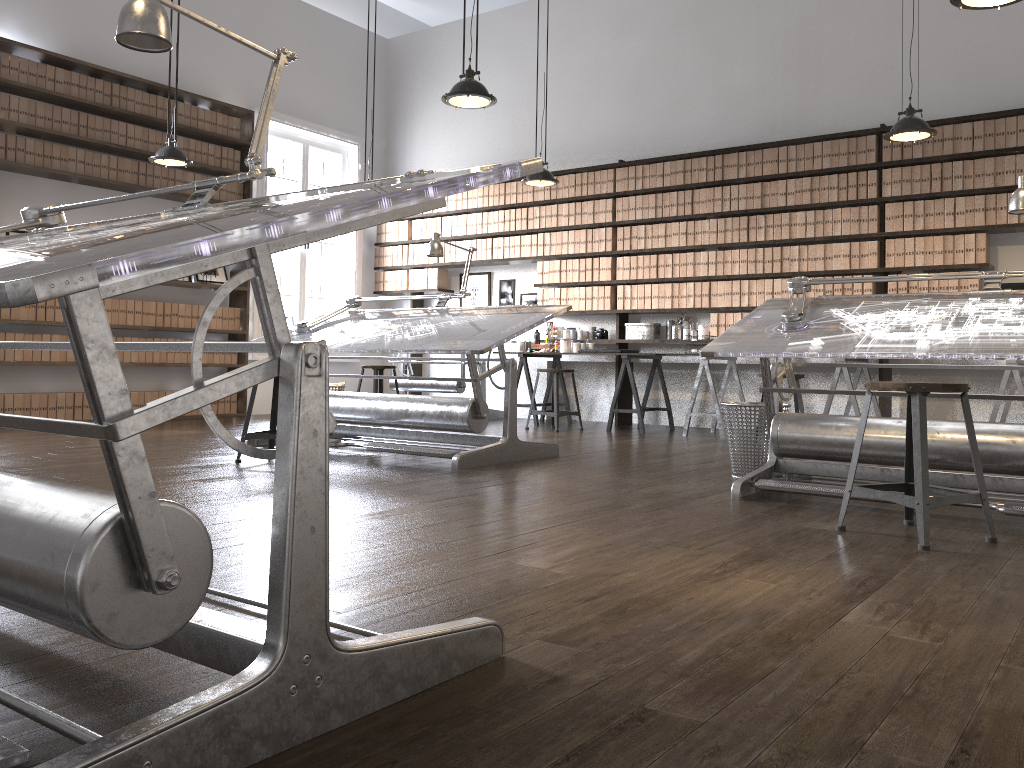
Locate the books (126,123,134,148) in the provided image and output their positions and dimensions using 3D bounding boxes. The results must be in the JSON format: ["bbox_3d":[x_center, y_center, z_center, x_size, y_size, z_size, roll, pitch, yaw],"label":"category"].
[{"bbox_3d":[-3.407,-2.165,7.799,0.174,0.226,0.067,1,-1,36],"label":"books"}]

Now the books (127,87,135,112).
[{"bbox_3d":[-3.405,-2.483,7.802,0.174,0.226,0.066,1,-1,36],"label":"books"}]

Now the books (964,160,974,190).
[{"bbox_3d":[3.400,-1.532,6.568,0.067,0.226,0.174,0,-1,36],"label":"books"}]

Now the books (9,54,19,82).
[{"bbox_3d":[-3.979,-2.475,7.009,0.174,0.226,0.066,1,-1,36],"label":"books"}]

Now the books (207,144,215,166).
[{"bbox_3d":[-2.925,-2.171,8.466,0.174,0.226,0.066,1,-1,36],"label":"books"}]

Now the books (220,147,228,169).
[{"bbox_3d":[-2.839,-2.172,8.584,0.174,0.226,0.067,1,-1,36],"label":"books"}]

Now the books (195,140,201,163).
[{"bbox_3d":[-3.012,-2.170,8.354,0.174,0.226,0.066,1,-1,36],"label":"books"}]

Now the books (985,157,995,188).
[{"bbox_3d":[3.509,-1.528,6.482,0.067,0.226,0.174,0,-1,36],"label":"books"}]

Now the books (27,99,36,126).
[{"bbox_3d":[-3.905,-2.158,7.118,0.174,0.226,0.066,1,-1,36],"label":"books"}]

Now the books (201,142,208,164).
[{"bbox_3d":[-2.970,-2.171,8.411,0.174,0.226,0.066,1,-1,36],"label":"books"}]

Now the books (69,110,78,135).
[{"bbox_3d":[-3.703,-2.161,7.400,0.174,0.226,0.066,1,-1,36],"label":"books"}]

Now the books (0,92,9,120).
[{"bbox_3d":[-4.026,-2.156,6.952,0.174,0.226,0.066,1,-1,36],"label":"books"}]

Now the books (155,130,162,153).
[{"bbox_3d":[-3.253,-2.167,8.023,0.174,0.226,0.066,1,-1,36],"label":"books"}]

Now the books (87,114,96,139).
[{"bbox_3d":[-3.616,-2.162,7.521,0.174,0.226,0.066,1,-1,36],"label":"books"}]

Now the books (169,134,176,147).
[{"bbox_3d":[-3.166,-2.168,8.133,0.174,0.226,0.067,1,-1,36],"label":"books"}]

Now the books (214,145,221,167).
[{"bbox_3d":[-2.887,-2.172,8.526,0.174,0.226,0.066,1,-1,36],"label":"books"}]

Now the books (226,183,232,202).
[{"bbox_3d":[-2.808,-1.861,8.623,0.174,0.226,0.067,1,-1,36],"label":"books"}]

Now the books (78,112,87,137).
[{"bbox_3d":[-3.655,-2.161,7.458,0.174,0.226,0.067,1,-1,36],"label":"books"}]

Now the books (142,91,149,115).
[{"bbox_3d":[-3.327,-2.485,7.921,0.174,0.226,0.066,1,-1,36],"label":"books"}]

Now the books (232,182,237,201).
[{"bbox_3d":[-2.774,-1.861,8.677,0.174,0.226,0.066,1,-1,36],"label":"books"}]

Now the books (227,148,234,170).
[{"bbox_3d":[-2.800,-2.173,8.647,0.174,0.226,0.066,1,-1,36],"label":"books"}]

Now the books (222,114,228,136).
[{"bbox_3d":[-2.839,-2.491,8.594,0.174,0.226,0.066,1,-1,36],"label":"books"}]

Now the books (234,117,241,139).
[{"bbox_3d":[-2.752,-2.492,8.706,0.174,0.226,0.066,1,-1,36],"label":"books"}]

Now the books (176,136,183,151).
[{"bbox_3d":[-3.125,-2.168,8.192,0.174,0.226,0.066,1,-1,36],"label":"books"}]

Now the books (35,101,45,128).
[{"bbox_3d":[-3.862,-2.158,7.169,0.174,0.226,0.067,1,-1,36],"label":"books"}]

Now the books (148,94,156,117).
[{"bbox_3d":[-3.285,-2.485,7.977,0.174,0.226,0.066,1,-1,36],"label":"books"}]

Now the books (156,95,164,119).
[{"bbox_3d":[-3.240,-2.486,8.036,0.174,0.226,0.066,1,-1,36],"label":"books"}]

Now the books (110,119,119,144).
[{"bbox_3d":[-3.492,-2.163,7.680,0.174,0.226,0.066,1,-1,36],"label":"books"}]

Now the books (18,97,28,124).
[{"bbox_3d":[-3.941,-2.157,7.066,0.174,0.226,0.066,1,-1,36],"label":"books"}]

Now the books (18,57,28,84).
[{"bbox_3d":[-3.939,-2.476,7.070,0.174,0.226,0.066,1,-1,36],"label":"books"}]

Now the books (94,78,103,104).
[{"bbox_3d":[-3.574,-2.481,7.572,0.174,0.226,0.066,1,-1,36],"label":"books"}]

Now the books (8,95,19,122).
[{"bbox_3d":[-3.982,-2.157,7.007,0.174,0.226,0.067,1,-1,36],"label":"books"}]

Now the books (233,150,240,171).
[{"bbox_3d":[-2.753,-2.174,8.707,0.174,0.226,0.066,1,-1,36],"label":"books"}]

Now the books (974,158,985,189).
[{"bbox_3d":[3.458,-1.530,6.526,0.067,0.226,0.174,0,-1,36],"label":"books"}]

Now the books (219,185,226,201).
[{"bbox_3d":[-2.847,-1.860,8.569,0.174,0.226,0.066,1,-1,36],"label":"books"}]

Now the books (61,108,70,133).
[{"bbox_3d":[-3.741,-2.160,7.340,0.174,0.226,0.066,1,-1,36],"label":"books"}]

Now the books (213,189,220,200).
[{"bbox_3d":[-2.892,-1.860,8.513,0.174,0.226,0.066,1,-1,36],"label":"books"}]

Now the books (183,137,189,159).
[{"bbox_3d":[-3.089,-2.169,8.244,0.174,0.226,0.066,1,-1,36],"label":"books"}]

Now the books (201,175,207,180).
[{"bbox_3d":[-2.975,-1.858,8.401,0.174,0.226,0.066,1,-1,36],"label":"books"}]

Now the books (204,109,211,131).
[{"bbox_3d":[-2.952,-2.490,8.433,0.174,0.226,0.066,1,-1,36],"label":"books"}]

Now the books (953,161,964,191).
[{"bbox_3d":[3.341,-1.534,6.606,0.067,0.226,0.174,0,-1,36],"label":"books"}]

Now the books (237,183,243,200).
[{"bbox_3d":[-2.734,-1.862,8.734,0.174,0.226,0.066,1,-1,36],"label":"books"}]

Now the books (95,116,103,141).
[{"bbox_3d":[-3.575,-2.162,7.572,0.174,0.226,0.066,1,-1,36],"label":"books"}]

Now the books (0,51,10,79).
[{"bbox_3d":[-4.022,-2.475,6.951,0.174,0.226,0.067,1,-1,36],"label":"books"}]

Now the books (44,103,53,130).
[{"bbox_3d":[-3.828,-2.159,7.228,0.174,0.226,0.066,1,-1,36],"label":"books"}]

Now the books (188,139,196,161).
[{"bbox_3d":[-3.046,-2.169,8.296,0.174,0.226,0.067,1,-1,36],"label":"books"}]

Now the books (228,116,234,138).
[{"bbox_3d":[-2.797,-2.492,8.651,0.174,0.226,0.066,1,-1,36],"label":"books"}]

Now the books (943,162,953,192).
[{"bbox_3d":[3.286,-1.536,6.651,0.067,0.226,0.174,0,-1,36],"label":"books"}]

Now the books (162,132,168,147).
[{"bbox_3d":[-3.210,-2.167,8.078,0.174,0.226,0.066,1,-1,36],"label":"books"}]

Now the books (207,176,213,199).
[{"bbox_3d":[-2.936,-1.859,8.458,0.174,0.226,0.066,1,-1,36],"label":"books"}]

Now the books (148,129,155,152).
[{"bbox_3d":[-3.288,-2.166,7.962,0.174,0.226,0.067,1,-1,36],"label":"books"}]

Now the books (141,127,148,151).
[{"bbox_3d":[-3.331,-2.166,7.911,0.174,0.226,0.066,1,-1,36],"label":"books"}]

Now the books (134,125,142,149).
[{"bbox_3d":[-3.366,-2.165,7.859,0.174,0.226,0.066,1,-1,36],"label":"books"}]

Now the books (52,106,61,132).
[{"bbox_3d":[-3.786,-2.159,7.285,0.174,0.226,0.066,1,-1,36],"label":"books"}]

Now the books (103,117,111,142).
[{"bbox_3d":[-3.535,-2.163,7.621,0.174,0.226,0.067,1,-1,36],"label":"books"}]

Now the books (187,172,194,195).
[{"bbox_3d":[-3.057,-1.857,8.284,0.174,0.226,0.066,1,-1,36],"label":"books"}]

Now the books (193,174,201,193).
[{"bbox_3d":[-3.014,-1.858,8.342,0.174,0.226,0.067,1,-1,36],"label":"books"}]

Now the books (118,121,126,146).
[{"bbox_3d":[-3.453,-2.164,7.740,0.174,0.226,0.066,1,-1,36],"label":"books"}]
